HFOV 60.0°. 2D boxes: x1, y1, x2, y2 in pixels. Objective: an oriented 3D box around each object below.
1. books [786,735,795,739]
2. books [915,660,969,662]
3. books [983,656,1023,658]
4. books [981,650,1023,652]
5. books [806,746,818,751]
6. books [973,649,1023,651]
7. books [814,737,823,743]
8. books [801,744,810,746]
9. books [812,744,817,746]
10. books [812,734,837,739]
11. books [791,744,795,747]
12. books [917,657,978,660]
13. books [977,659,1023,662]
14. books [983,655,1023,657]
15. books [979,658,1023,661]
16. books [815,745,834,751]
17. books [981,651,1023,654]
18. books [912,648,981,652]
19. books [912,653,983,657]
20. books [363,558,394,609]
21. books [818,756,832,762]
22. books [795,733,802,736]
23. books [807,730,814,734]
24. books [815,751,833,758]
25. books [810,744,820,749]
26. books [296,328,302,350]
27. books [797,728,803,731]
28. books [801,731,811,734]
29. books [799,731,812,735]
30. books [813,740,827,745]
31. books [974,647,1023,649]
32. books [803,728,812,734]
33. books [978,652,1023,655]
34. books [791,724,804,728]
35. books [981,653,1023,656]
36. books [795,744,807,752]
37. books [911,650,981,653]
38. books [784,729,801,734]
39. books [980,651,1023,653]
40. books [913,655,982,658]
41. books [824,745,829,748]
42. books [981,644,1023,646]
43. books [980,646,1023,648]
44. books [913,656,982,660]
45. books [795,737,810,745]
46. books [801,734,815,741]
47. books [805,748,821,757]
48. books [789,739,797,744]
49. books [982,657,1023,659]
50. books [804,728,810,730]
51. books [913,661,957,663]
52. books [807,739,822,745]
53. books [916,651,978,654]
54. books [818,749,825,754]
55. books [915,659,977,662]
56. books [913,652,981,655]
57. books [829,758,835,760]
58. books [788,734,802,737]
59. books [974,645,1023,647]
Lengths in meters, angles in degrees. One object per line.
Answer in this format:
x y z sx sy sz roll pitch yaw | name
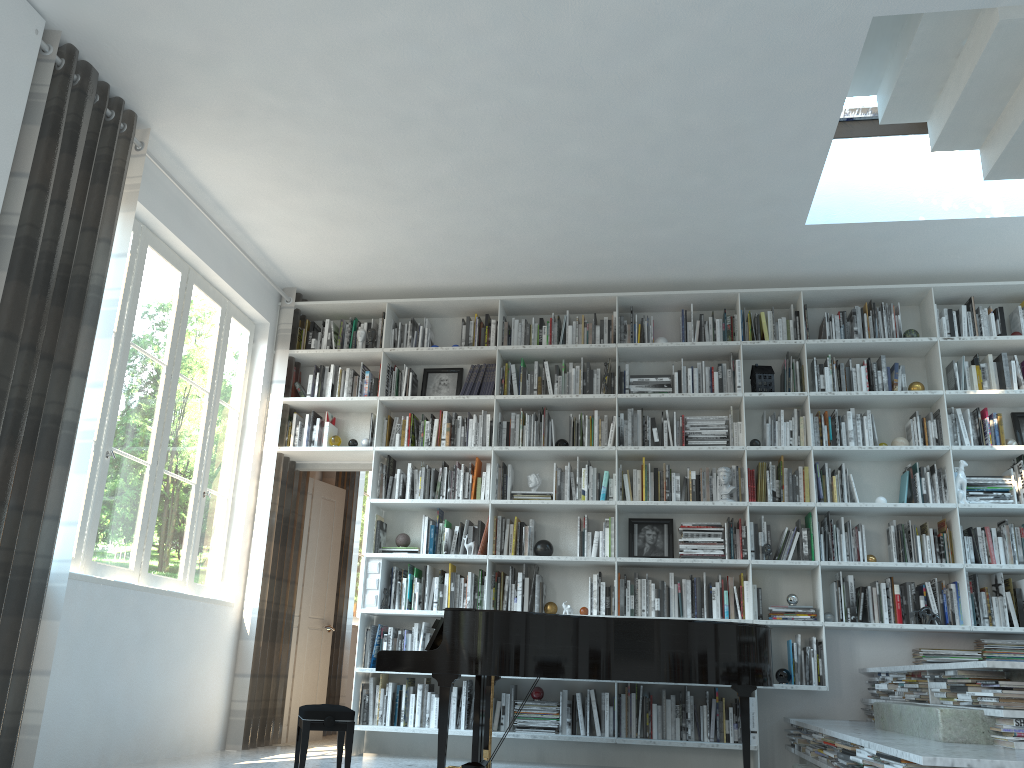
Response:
1.757 2.115 5.298 0.177 0.012 0.279 1 -18 5 | books
2.652 1.695 5.411 0.308 0.008 0.195 1 -18 4 | books
2.986 1.659 5.378 0.254 0.007 0.161 -1 -18 10 | books
2.985 1.624 5.390 0.285 0.005 0.160 -1 -18 10 | books
1.673 1.946 4.724 0.172 0.014 0.221 -1 -18 10 | books
2.985 1.619 5.391 0.285 0.005 0.160 0 -18 8 | books
1.616 1.790 4.451 0.182 0.016 0.199 -2 -19 14 | books
1.727 2.041 5.013 0.147 0.012 0.207 1 -18 4 | books
1.686 1.927 4.728 0.147 0.012 0.207 -1 -18 10 | books
1.624 1.775 4.455 0.171 0.015 0.253 0 -18 6 | books
1.768 2.160 5.281 0.171 0.015 0.242 -1 -18 9 | books
2.655 1.681 5.415 0.308 0.008 0.195 -2 -19 14 | books
2.984 1.676 5.365 0.285 0.007 0.160 1 -18 5 | books
2.986 1.652 5.380 0.285 0.007 0.160 -1 -18 10 | books
2.986 1.672 5.374 0.254 0.007 0.161 -1 -18 10 | books
1.627 1.823 4.439 0.159 0.011 0.247 1 -18 5 | books
2.984 1.634 5.384 0.285 0.005 0.160 0 -18 7 | books
2.658 1.634 5.438 0.345 0.007 0.194 -1 -19 11 | books
2.656 1.659 5.421 0.345 0.007 0.194 1 -18 4 | books
-0.911 1.376 6.057 0.106 0.339 0.308 -1 -18 9 | books
1.629 1.873 4.422 0.157 0.014 0.181 0 -18 6 | books
1.784 2.094 5.300 0.136 0.013 0.259 0 -18 7 | books
1.680 1.867 4.749 0.159 0.006 0.286 -1 -19 11 | books
1.626 1.853 4.429 0.159 0.012 0.293 0 -18 6 | books
1.687 1.936 4.725 0.149 0.007 0.301 -1 -18 9 | books
-1.602 -0.293 6.736 0.014 0.218 0.189 -1 -18 9 | books
1.788 2.068 5.308 0.133 0.017 0.232 -1 -18 10 | books
1.736 1.981 5.031 0.126 0.005 0.291 1 -18 4 | books
1.727 1.987 5.031 0.160 0.009 0.292 -1 -19 11 | books
1.623 1.801 4.447 0.169 0.009 0.242 1 -18 5 | books
2.984 1.607 5.388 0.285 0.005 0.160 1 -18 5 | books
1.742 1.971 5.033 0.135 0.014 0.298 -1 -18 10 | books
2.984 1.640 5.386 0.254 0.005 0.161 -1 -18 9 | books
1.775 2.053 5.315 0.158 0.014 0.235 0 -18 7 | books
2.987 1.646 5.385 0.285 0.007 0.160 -1 -18 9 | books
1.715 2.061 5.009 0.189 0.029 0.238 -1 -18 9 | books
2.658 1.641 5.436 0.345 0.007 0.194 0 -18 7 | books
1.753 2.082 5.309 0.191 0.013 0.244 1 -18 5 | books
2.984 1.629 5.388 0.254 0.005 0.161 0 -18 8 | books
2.657 1.669 5.427 0.345 0.007 0.194 -1 -19 11 | books
1.640 1.811 4.441 0.140 0.013 0.181 -2 -19 12 | books
2.988 1.591 5.390 0.254 0.005 0.161 1 -18 4 | books
2.987 1.602 5.389 0.254 0.005 0.161 -2 -19 13 | books
2.656 1.675 5.422 0.345 0.007 0.194 0 -18 6 | books
1.708 2.023 5.022 0.191 0.028 0.213 -2 -19 13 | books
1.668 1.895 4.742 0.180 0.015 0.295 0 -18 7 | books
1.666 1.965 4.719 0.177 0.026 0.231 -2 -19 12 | books
1.758 2.139 5.290 0.179 0.012 0.262 -2 -19 12 | books
2.984 1.662 5.367 0.285 0.007 0.160 1 -18 4 | books
1.738 1.956 5.039 0.137 0.018 0.201 -2 -19 13 | books
2.653 1.705 5.416 0.345 0.007 0.194 0 -18 7 | books
1.671 1.911 4.736 0.171 0.020 0.194 -2 -19 13 | books
2.658 1.648 5.433 0.308 0.008 0.195 -1 -19 11 | books
1.631 1.841 4.432 0.165 0.012 0.205 -1 -18 9 | books
2.654 1.692 5.425 0.308 0.008 0.195 -1 -18 9 | books
2.658 1.655 5.431 0.345 0.007 0.194 -1 -19 11 | books
1.638 1.862 4.424 0.140 0.008 0.284 0 -18 7 | books
1.760 2.105 5.300 0.188 0.009 0.211 0 -18 8 | books
2.988 1.597 5.393 0.285 0.005 0.160 0 -18 6 | books
